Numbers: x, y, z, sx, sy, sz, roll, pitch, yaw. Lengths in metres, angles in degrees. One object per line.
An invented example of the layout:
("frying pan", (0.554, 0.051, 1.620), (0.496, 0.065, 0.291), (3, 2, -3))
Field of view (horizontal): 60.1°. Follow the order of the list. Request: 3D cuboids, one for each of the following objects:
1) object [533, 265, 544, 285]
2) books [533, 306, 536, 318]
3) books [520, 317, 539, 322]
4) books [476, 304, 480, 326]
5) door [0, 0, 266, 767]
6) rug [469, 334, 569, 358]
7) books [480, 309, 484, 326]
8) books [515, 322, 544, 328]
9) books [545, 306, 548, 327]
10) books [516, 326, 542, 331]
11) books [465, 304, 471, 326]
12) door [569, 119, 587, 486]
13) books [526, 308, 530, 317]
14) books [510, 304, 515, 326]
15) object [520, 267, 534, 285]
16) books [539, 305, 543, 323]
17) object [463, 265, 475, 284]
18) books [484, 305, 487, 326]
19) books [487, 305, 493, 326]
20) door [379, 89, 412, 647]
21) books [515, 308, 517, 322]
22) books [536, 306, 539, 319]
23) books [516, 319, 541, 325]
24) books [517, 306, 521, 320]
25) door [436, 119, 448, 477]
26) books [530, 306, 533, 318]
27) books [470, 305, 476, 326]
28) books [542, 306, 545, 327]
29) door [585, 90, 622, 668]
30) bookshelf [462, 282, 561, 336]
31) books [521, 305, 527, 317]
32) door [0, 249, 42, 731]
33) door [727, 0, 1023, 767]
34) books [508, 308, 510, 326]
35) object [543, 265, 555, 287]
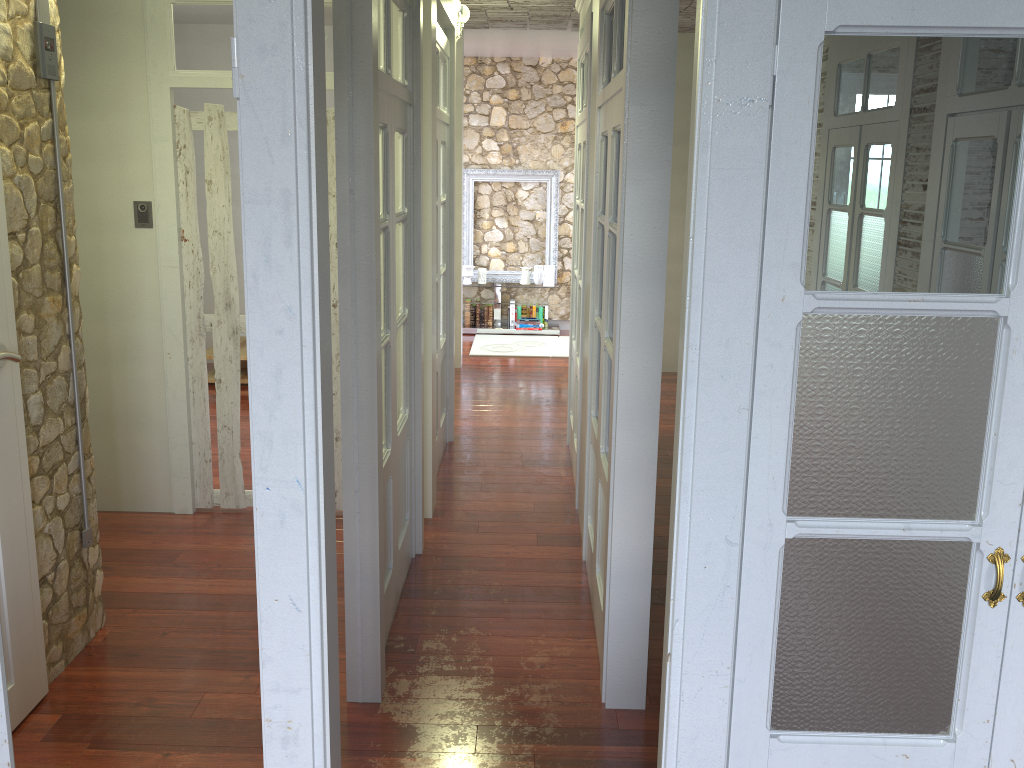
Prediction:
("object", (0.294, -1.206, 9.812), (0.115, 0.207, 0.113), (11, 15, 40))
("books", (0.249, -0.774, 9.969), (0.034, 0.232, 0.185), (1, 12, 1))
("books", (0.190, -0.711, 9.762), (0.204, 0.023, 0.145), (1, 14, 1))
("books", (-0.383, -0.800, 9.963), (0.044, 0.267, 0.141), (1, 11, 1))
("door", (-0.900, 0.303, 1.760), (1.189, 2.160, 0.486), (-4, 12, -25))
("rug", (0.122, -0.400, 9.203), (1.067, 0.016, 1.080), (1, 14, 1))
("books", (-0.338, -0.763, 9.975), (0.048, 0.190, 0.145), (1, 12, 1))
("books", (0.189, -0.655, 9.771), (0.284, 0.031, 0.199), (-2, 14, -14))
("books", (0.385, -0.771, 9.967), (0.034, 0.232, 0.185), (1, 12, 1))
("books", (0.188, -0.624, 9.776), (0.284, 0.032, 0.200), (1, 14, 1))
("books", (-0.495, -0.806, 9.995), (0.066, 0.260, 0.200), (1, 12, 1))
("door", (0.404, -0.479, 5.240), (0.041, 2.064, 1.088), (1, 11, 1))
("books", (0.180, -0.767, 9.980), (0.037, 0.212, 0.170), (1, 12, 1))
("books", (0.007, -0.797, 9.978), (0.053, 0.266, 0.178), (1, 12, 1))
("object", (0.156, -1.203, 9.824), (0.116, 0.192, 0.137), (8, 14, 30))
("books", (0.321, -0.769, 9.981), (0.045, 0.220, 0.176), (1, 12, 1))
("object", (-0.494, -1.204, 9.784), (0.173, 0.191, 0.173), (1, 12, 1))
("books", (-0.293, -0.781, 9.987), (0.038, 0.221, 0.161), (1, 12, 1))
("books", (-0.247, -0.782, 9.983), (0.057, 0.225, 0.173), (1, 12, 1))
("door", (-0.484, -0.066, 3.495), (0.041, 2.064, 1.088), (1, 11, 1))
("books", (0.047, -0.766, 9.981), (0.026, 0.204, 0.163), (1, 12, 1))
("books", (0.282, -0.774, 9.973), (0.034, 0.232, 0.185), (1, 12, 1))
("books", (0.185, -0.685, 9.768), (0.254, 0.030, 0.176), (2, 14, 6))
("books", (0.083, -0.777, 9.997), (0.045, 0.220, 0.176), (1, 12, 1))
("door", (-0.449, -0.496, 5.253), (0.041, 2.064, 1.088), (1, 11, 1))
("books", (0.216, -0.775, 9.974), (0.034, 0.232, 0.185), (1, 12, 1))
("books", (-0.434, -0.786, 9.985), (0.057, 0.227, 0.191), (1, 12, 1))
("books", (0.356, -0.771, 9.971), (0.026, 0.229, 0.161), (1, 12, 1))
("door", (0.370, -0.052, 3.494), (0.041, 2.064, 1.088), (1, 11, 1))
("bookshelf", (-0.166, -0.853, 9.922), (1.400, 0.544, 0.404), (1, 12, 1))
("books", (0.133, -0.773, 9.974), (0.057, 0.225, 0.173), (1, 12, 1))
("door", (-1.616, 0.102, 2.407), (0.145, 2.195, 0.878), (1, 11, 1))
("door", (0.948, 0.349, 1.688), (1.057, 2.157, 0.041), (1, 11, 1))
("books", (-0.034, -0.767, 9.982), (0.027, 0.204, 0.163), (1, 12, 1))
("object", (0.405, -1.184, 9.689), (0.118, 0.225, 0.074), (1, 11, 1))
